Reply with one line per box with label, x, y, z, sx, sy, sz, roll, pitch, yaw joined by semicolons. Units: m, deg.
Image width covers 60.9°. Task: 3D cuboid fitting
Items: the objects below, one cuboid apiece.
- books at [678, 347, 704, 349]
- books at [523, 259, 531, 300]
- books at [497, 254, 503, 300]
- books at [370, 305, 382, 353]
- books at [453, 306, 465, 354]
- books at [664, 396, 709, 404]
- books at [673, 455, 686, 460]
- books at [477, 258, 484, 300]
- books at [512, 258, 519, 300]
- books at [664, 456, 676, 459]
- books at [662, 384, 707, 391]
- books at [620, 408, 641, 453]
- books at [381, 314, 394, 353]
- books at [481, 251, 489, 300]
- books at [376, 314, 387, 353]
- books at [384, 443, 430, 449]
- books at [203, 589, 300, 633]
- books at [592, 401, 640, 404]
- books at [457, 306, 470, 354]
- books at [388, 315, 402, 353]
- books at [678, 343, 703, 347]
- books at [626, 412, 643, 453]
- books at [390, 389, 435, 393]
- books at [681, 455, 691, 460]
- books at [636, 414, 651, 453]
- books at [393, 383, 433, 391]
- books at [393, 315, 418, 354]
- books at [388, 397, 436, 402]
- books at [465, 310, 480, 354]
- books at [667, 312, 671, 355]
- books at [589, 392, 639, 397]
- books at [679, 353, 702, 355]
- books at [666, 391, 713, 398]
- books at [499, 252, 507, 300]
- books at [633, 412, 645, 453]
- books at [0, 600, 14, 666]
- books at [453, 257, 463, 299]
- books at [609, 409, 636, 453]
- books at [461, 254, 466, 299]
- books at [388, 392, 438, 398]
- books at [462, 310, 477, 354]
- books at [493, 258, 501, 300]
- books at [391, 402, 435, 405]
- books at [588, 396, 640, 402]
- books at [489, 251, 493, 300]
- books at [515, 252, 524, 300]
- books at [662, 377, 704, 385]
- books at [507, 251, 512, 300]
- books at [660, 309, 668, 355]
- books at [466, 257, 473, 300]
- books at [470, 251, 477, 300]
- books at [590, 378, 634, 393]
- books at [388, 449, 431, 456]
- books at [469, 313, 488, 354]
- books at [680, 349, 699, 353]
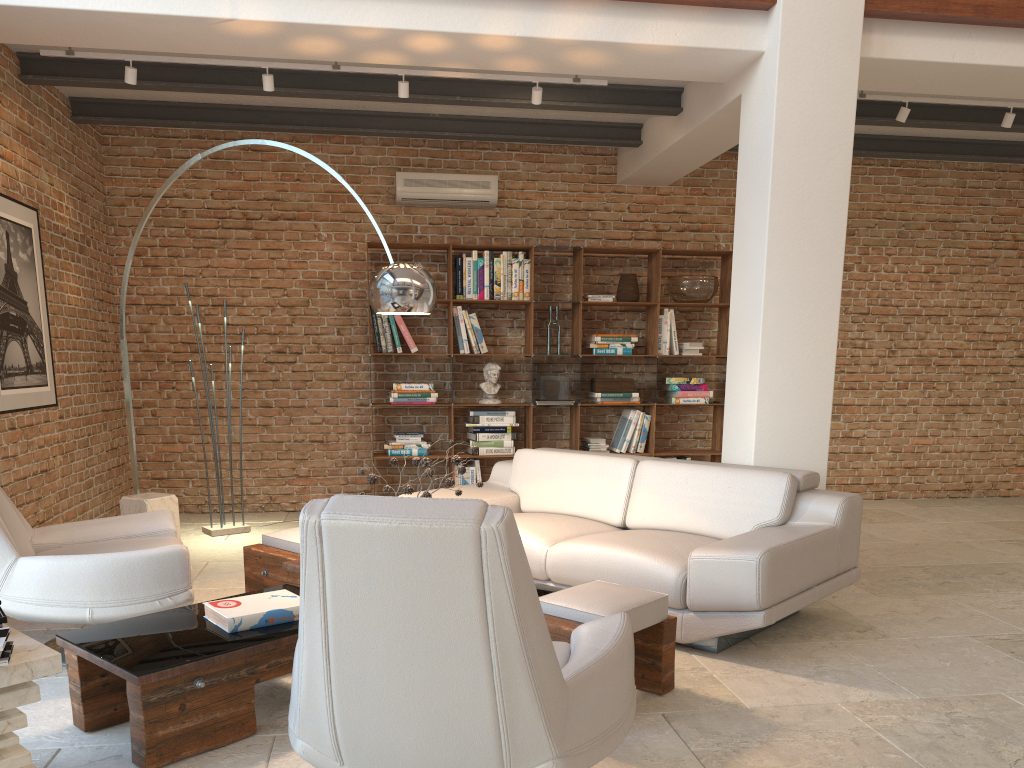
books;1.535;-0.309;7.500;0.171;0.019;0.231;0;2;-6
books;0.104;-0.847;7.199;0.055;0.338;0.248;-2;8;-9
books;-0.101;-0.861;7.149;0.021;0.368;0.264;-2;8;-9
books;-1.105;-0.444;7.084;0.091;0.394;0.237;-1;9;-9
books;-0.453;-0.442;7.196;0.101;0.394;0.237;-1;9;-9
books;1.518;0.142;7.598;0.326;0.057;0.249;0;2;-6
books;1.497;0.831;7.738;0.069;0.395;0.237;-1;9;-9
books;-0.270;-0.847;7.137;0.055;0.338;0.248;-2;8;-9
books;0.011;-0.847;7.163;0.055;0.338;0.248;-2;8;-9
books;1.407;0.831;7.720;0.069;0.395;0.237;-1;9;-9
books;1.498;0.029;7.583;0.326;0.057;0.249;0;2;-9
books;1.001;0.405;7.565;0.161;0.383;0.237;-1;9;-9
books;-1.021;-0.420;7.129;0.102;0.343;0.248;-1;8;-9
books;-0.220;-0.874;7.119;0.036;0.394;0.237;-2;9;-9
books;-1.069;-0.445;7.097;0.091;0.394;0.237;-1;9;-9
books;-0.882;0.515;7.315;0.379;0.037;0.239;0;2;-9
books;-0.940;0.840;3.237;0.324;0.058;0.251;-1;3;-38
books;0.892;0.157;7.509;0.355;0.021;0.266;0;2;-10
books;-0.412;-0.440;7.179;0.103;0.394;0.237;-1;9;-9
books;-0.962;-0.442;7.102;0.121;0.391;0.237;-1;9;-9
books;1.528;-0.336;7.489;0.132;0.034;0.202;0;2;-19
books;1.051;0.414;7.585;0.098;0.364;0.264;-1;8;-9
books;-0.827;0.060;7.231;0.355;0.021;0.266;0;2;-10
books;1.535;0.831;7.733;0.069;0.395;0.237;-1;9;-9
books;1.117;0.424;7.591;0.116;0.342;0.248;-1;8;-9
books;-0.818;0.022;7.223;0.326;0.057;0.249;0;2;-6
books;-0.874;-0.412;7.144;0.195;0.327;0.248;-1;8;-9
books;-0.834;0.127;7.231;0.379;0.037;0.239;0;2;-13
books;-0.341;-0.424;7.212;0.124;0.358;0.264;-1;8;-9
books;1.297;-0.427;7.448;0.021;0.368;0.264;-2;8;-9
books;0.868;0.091;7.472;0.379;0.037;0.239;0;2;-10
books;1.533;-0.256;7.521;0.171;0.019;0.231;0;2;-1
books;1.544;0.086;7.590;0.326;0.057;0.249;0;2;-14
books;-0.074;-0.875;7.164;0.036;0.394;0.237;-2;9;-9
books;1.071;0.416;7.597;0.098;0.364;0.264;-1;8;-9
books;-1.583;0.688;2.396;0.388;0.081;0.558;-1;2;-25
books;-0.439;-0.847;7.111;0.055;0.338;0.248;-2;8;-9
books;0.956;0.406;7.582;0.163;0.382;0.237;-1;9;-9
books;-0.401;-0.862;7.113;0.021;0.368;0.264;-2;8;-9
books;-0.822;0.090;7.218;0.379;0.037;0.239;0;2;-15
books;-0.361;-0.424;7.200;0.124;0.358;0.264;-1;8;-9
books;-0.137;-0.847;7.132;0.055;0.338;0.248;-2;8;-9
books;-0.826;0.155;7.244;0.355;0.021;0.266;0;2;-9
books;0.877;0.127;7.515;0.379;0.037;0.239;0;2;-13
books;-0.185;-0.875;7.134;0.036;0.394;0.237;-2;9;-9
books;0.058;-0.874;7.170;0.036;0.394;0.237;-2;9;-9
books;1.481;-0.028;7.568;0.326;0.057;0.249;0;2;1
books;-0.035;-0.875;7.156;0.036;0.394;0.237;-2;9;-9
books;1.270;-0.440;7.432;0.036;0.394;0.237;-2;9;-9
books;-0.360;-0.847;7.105;0.055;0.338;0.248;-2;8;-9
books;-0.314;-0.875;7.110;0.036;0.394;0.237;-2;9;-9
books;0.856;0.012;7.463;0.335;0.122;0.208;0;4;-9
books;-0.860;0.562;7.320;0.326;0.057;0.249;0;2;1
books;-0.291;-0.415;7.207;0.158;0.338;0.248;-1;8;-9
books;1.527;-0.282;7.500;0.132;0.034;0.201;0;2;1
